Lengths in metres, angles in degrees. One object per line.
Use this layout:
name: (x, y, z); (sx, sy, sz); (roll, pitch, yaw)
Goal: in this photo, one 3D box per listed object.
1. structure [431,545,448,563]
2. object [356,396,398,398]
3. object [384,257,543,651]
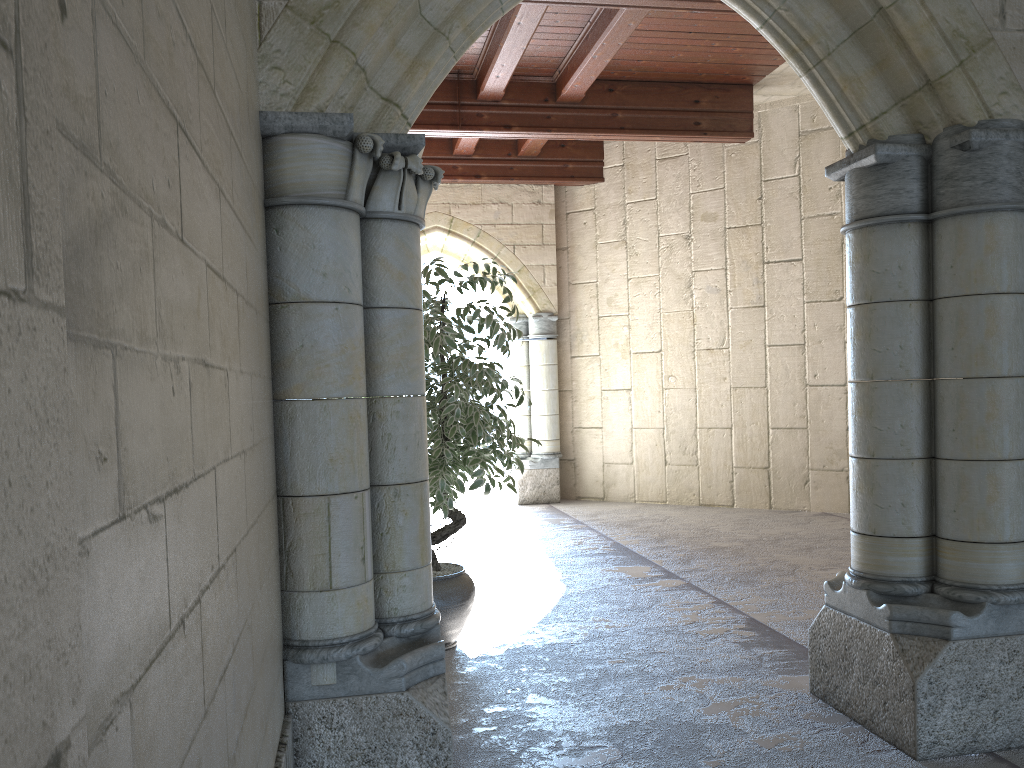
structure: (-1.707, 0.750, 5.120); (2.572, 0.811, 1.460); (-2, 0, -10)
object: (-1.100, 0.337, 7.014); (0.786, 1.620, 0.750); (-2, 2, -14)
object: (-0.288, 0.289, 3.760); (0.787, 1.620, 0.750); (-1, 2, 21)
